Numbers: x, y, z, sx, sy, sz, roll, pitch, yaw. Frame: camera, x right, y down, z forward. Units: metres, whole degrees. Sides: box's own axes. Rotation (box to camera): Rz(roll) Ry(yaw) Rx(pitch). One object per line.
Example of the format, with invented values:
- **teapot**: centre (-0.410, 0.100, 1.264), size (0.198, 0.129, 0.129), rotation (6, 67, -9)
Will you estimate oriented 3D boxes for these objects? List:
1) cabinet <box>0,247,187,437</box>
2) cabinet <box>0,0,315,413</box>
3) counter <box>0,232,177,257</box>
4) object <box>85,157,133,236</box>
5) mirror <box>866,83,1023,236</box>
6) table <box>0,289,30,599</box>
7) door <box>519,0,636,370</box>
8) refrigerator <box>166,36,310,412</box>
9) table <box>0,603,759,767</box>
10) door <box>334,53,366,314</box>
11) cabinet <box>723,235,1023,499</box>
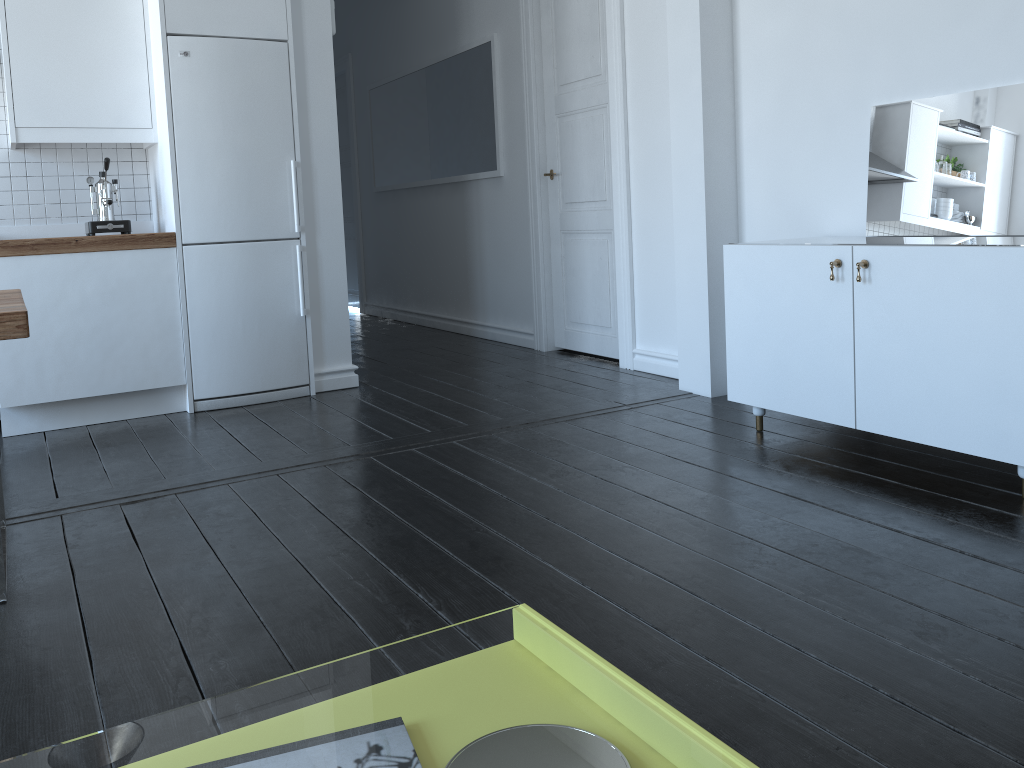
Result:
- **cabinet**: centre (-3.155, -0.120, 3.886), size (3.195, 0.807, 0.736), rotation (-7, 8, -21)
- **cabinet**: centre (-2.902, -0.928, 3.963), size (3.808, 2.349, 0.784), rotation (-7, 6, -26)
- **counter**: centre (-3.152, -0.539, 3.801), size (3.117, 0.073, 0.854), rotation (-9, 12, -29)
- **object**: centre (-1.999, -0.919, 4.347), size (0.207, 0.366, 0.356), rotation (-6, 8, -29)
- **mirror**: centre (1.568, -0.780, 3.136), size (0.054, 0.497, 0.702), rotation (-5, 9, -29)
- **table**: centre (-2.312, 0.263, 1.937), size (2.240, 0.709, 1.026), rotation (-9, 10, -29)
- **door**: centre (0.397, -1.378, 5.236), size (0.116, 2.451, 1.047), rotation (-5, 6, -29)
- **refrigerator**: centre (-1.479, -0.832, 4.608), size (0.579, 1.784, 0.685), rotation (-5, 6, -29)
- **table**: centre (-0.430, 0.609, 0.509), size (1.409, 0.395, 0.605), rotation (-9, 11, -29)
- **door**: centre (-1.694, -1.977, 8.864), size (0.116, 2.451, 1.077), rotation (-5, 6, -29)
- **cabinet**: centre (1.351, -0.129, 3.040), size (0.593, 0.727, 1.211), rotation (-7, 10, -29)
